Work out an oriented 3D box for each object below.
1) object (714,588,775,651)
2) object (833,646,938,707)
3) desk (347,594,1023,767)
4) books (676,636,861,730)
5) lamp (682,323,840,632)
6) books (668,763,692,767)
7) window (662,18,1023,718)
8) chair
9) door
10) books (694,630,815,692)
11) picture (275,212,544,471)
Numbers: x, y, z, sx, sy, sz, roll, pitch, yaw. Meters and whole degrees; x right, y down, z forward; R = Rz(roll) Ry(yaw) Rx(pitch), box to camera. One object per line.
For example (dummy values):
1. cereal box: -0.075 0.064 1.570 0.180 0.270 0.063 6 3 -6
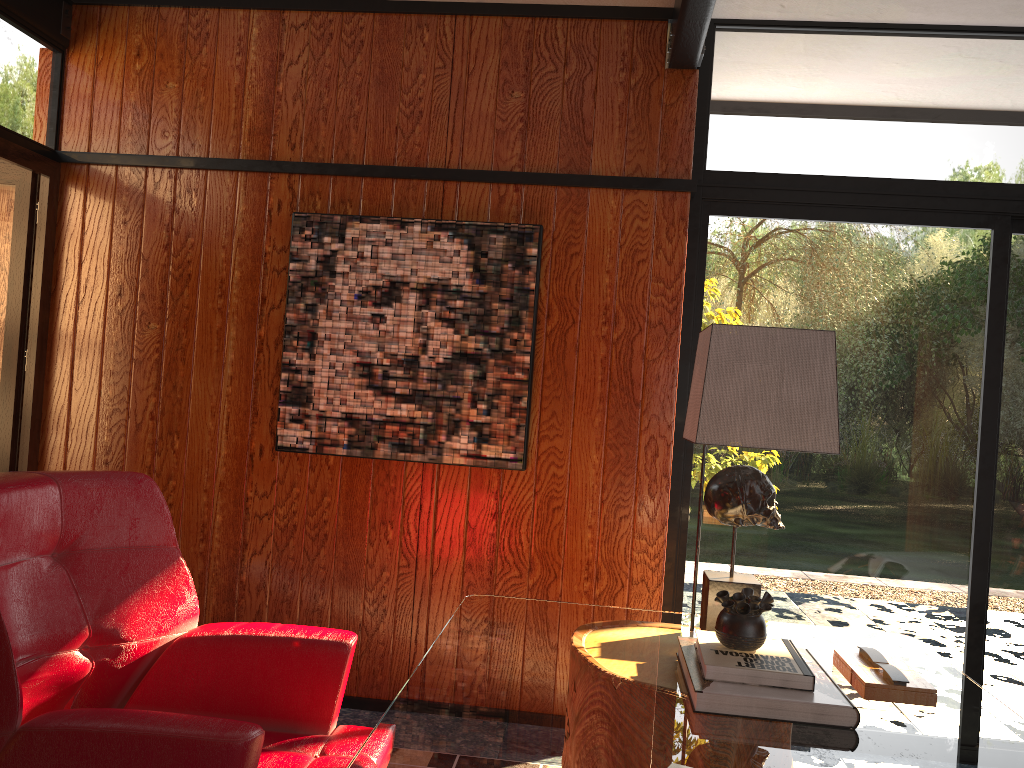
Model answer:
1. object: 0.460 0.468 1.755 0.118 0.114 0.121 4 -1 0
2. object: 0.758 0.591 1.818 0.135 0.049 0.238 4 -1 6
3. desk: 0.335 0.897 1.373 1.150 0.632 1.900 4 -1 6
4. books: 0.482 0.575 1.737 0.286 0.040 0.366 4 -1 6
5. lamp: 0.576 0.239 2.126 0.316 0.732 0.316 4 -1 6
6. books: 0.284 0.548 1.050 0.300 0.049 0.422 4 -1 25
7. window: 1.709 0.043 3.115 2.260 2.580 0.085 4 -1 6
8. chair: -0.679 0.668 1.595 0.839 0.956 0.621 4 -1 6
9. door: -2.185 0.105 3.028 0.734 1.955 0.751 4 -1 6
10. books: 0.468 0.539 1.742 0.198 0.029 0.249 4 -1 8
11. picture: -0.375 -0.160 3.181 0.916 0.873 0.061 4 -1 6
